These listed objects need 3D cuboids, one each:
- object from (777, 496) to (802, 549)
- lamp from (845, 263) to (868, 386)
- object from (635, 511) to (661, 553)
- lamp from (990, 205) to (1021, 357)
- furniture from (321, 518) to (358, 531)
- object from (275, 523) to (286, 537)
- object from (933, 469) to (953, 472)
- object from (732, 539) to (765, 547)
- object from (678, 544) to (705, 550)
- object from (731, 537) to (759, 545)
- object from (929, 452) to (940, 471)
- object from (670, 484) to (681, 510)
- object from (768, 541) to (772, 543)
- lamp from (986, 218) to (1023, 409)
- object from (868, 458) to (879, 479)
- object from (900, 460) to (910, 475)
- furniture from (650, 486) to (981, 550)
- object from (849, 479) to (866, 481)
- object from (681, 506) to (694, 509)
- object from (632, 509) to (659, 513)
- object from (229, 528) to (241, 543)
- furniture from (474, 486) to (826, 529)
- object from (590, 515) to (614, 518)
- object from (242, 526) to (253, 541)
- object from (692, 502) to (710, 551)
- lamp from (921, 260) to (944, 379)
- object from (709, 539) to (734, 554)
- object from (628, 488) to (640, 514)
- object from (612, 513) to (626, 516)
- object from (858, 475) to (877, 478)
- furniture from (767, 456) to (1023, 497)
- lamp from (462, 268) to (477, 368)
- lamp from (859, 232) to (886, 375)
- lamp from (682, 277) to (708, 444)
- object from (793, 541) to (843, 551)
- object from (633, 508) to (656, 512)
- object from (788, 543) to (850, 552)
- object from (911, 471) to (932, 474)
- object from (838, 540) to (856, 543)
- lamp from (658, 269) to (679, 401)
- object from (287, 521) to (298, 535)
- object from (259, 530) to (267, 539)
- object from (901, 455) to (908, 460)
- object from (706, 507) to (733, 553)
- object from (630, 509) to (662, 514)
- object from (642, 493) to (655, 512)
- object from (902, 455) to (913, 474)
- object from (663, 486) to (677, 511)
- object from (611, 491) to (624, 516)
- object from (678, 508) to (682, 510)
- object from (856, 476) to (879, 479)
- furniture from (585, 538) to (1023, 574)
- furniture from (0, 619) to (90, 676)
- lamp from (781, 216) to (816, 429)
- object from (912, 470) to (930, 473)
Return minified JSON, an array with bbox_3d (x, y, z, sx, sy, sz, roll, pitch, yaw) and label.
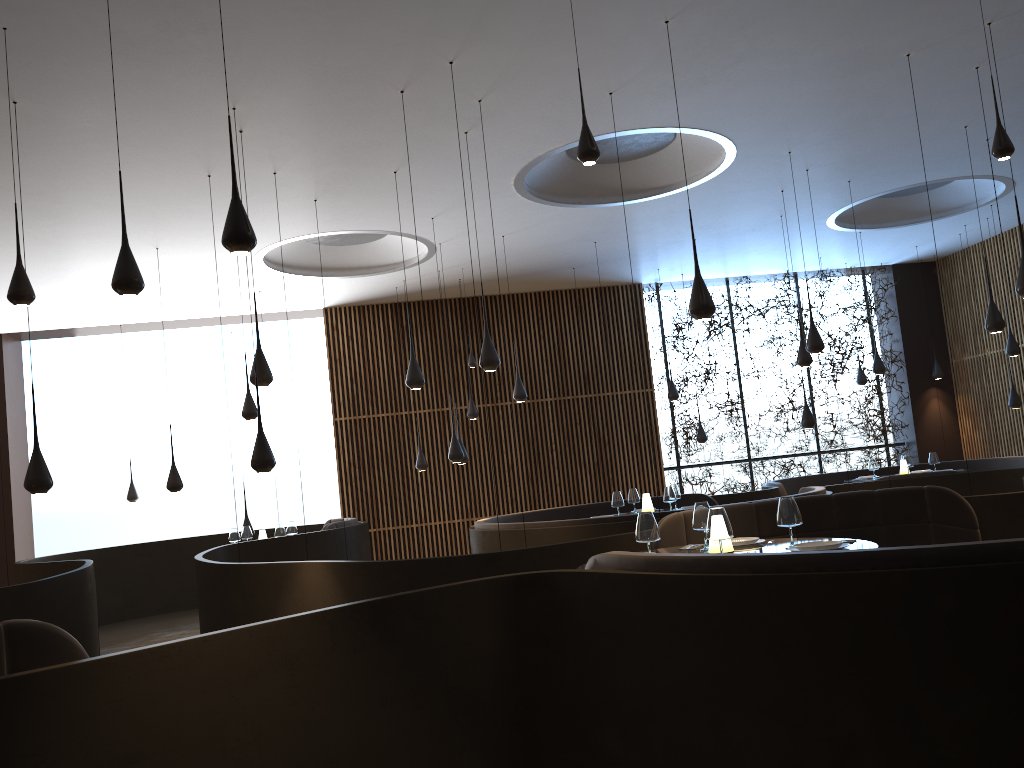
[{"bbox_3d":[1.603,0.799,5.119,0.142,0.295,0.142,-10,-6,38],"label":"object"},{"bbox_3d":[6.134,-1.074,15.899,0.196,2.219,0.196,-7,-5,17],"label":"lamp"},{"bbox_3d":[0.778,0.881,5.073,0.142,0.295,0.142,-10,-6,42],"label":"object"},{"bbox_3d":[7.088,-1.498,12.809,0.196,2.219,0.196,-4,-5,-22],"label":"lamp"},{"bbox_3d":[-2.469,2.366,11.826,0.930,1.058,2.538,-5,-6,-12],"label":"furniture"},{"bbox_3d":[-2.907,1.904,11.139,0.142,0.295,0.142,-6,-5,-5],"label":"object"},{"bbox_3d":[6.118,1.240,12.586,0.263,0.029,0.264,-4,-6,-19],"label":"object"},{"bbox_3d":[1.424,1.004,5.578,0.332,0.014,0.332,-9,-7,27],"label":"object"},{"bbox_3d":[1.166,1.054,5.729,0.126,0.017,0.262,-9,-7,26],"label":"object"},{"bbox_3d":[1.423,0.995,5.579,0.263,0.029,0.263,-9,-7,30],"label":"object"},{"bbox_3d":[6.109,1.138,12.828,0.142,0.295,0.142,-9,-6,35],"label":"object"},{"bbox_3d":[1.871,1.304,10.190,0.142,0.295,0.142,-7,-5,14],"label":"object"},{"bbox_3d":[1.428,1.005,5.577,0.411,0.012,0.204,-8,-6,22],"label":"object"},{"bbox_3d":[7.488,-1.091,13.559,0.196,2.955,0.196,-4,-5,-22],"label":"lamp"},{"bbox_3d":[5.306,1.241,13.012,0.142,0.295,0.142,-5,-5,-13],"label":"object"},{"bbox_3d":[5.716,1.220,12.923,0.144,0.232,0.143,-3,-5,-27],"label":"object"},{"bbox_3d":[2.286,1.388,6.627,2.531,1.058,0.933,-6,-5,-2],"label":"furniture"},{"bbox_3d":[5.085,1.411,13.029,0.262,0.017,0.126,-12,-8,44],"label":"object"},{"bbox_3d":[2.044,1.396,10.013,0.263,0.029,0.264,-5,-6,-12],"label":"object"},{"bbox_3d":[1.572,1.506,10.498,0.332,0.014,0.332,-6,-6,0],"label":"object"},{"bbox_3d":[-3.515,1.978,11.239,0.142,0.295,0.142,-5,-5,-11],"label":"object"},{"bbox_3d":[1.524,1.912,9.947,3.787,1.116,3.892,-2,-7,-32],"label":"furniture"},{"bbox_3d":[1.008,1.492,9.901,0.263,0.029,0.263,-7,-6,6],"label":"object"},{"bbox_3d":[-3.499,2.026,11.711,0.142,0.295,0.142,-3,-6,-35],"label":"object"},{"bbox_3d":[1.192,0.883,5.506,0.142,0.295,0.142,-5,-5,-8],"label":"object"},{"bbox_3d":[7.690,-1.193,16.315,0.196,2.219,0.196,-7,-5,17],"label":"lamp"},{"bbox_3d":[1.189,0.870,5.087,0.142,0.232,0.145,-3,-6,-33],"label":"object"},{"bbox_3d":[1.419,1.365,10.321,0.142,0.295,0.142,-2,-6,-41],"label":"object"},{"bbox_3d":[1.272,1.543,10.483,0.126,0.017,0.262,-5,-6,-6],"label":"object"},{"bbox_3d":[5.307,1.393,13.234,0.263,0.029,0.263,-9,-7,28],"label":"object"},{"bbox_3d":[5.722,1.730,12.629,3.788,1.045,3.895,-2,-7,-31],"label":"furniture"},{"bbox_3d":[-0.669,-0.994,13.317,0.133,1.506,0.133,-5,-5,-13],"label":"lamp"},{"bbox_3d":[5.506,-1.245,13.643,0.196,2.219,0.196,-4,-5,-22],"label":"lamp"},{"bbox_3d":[3.113,-0.449,15.318,0.196,2.955,0.196,-8,-5,27],"label":"lamp"},{"bbox_3d":[1.691,0.894,4.890,0.263,0.029,0.264,-3,-6,-23],"label":"object"},{"bbox_3d":[1.571,1.496,10.498,0.263,0.029,0.264,-1,-8,-41],"label":"object"},{"bbox_3d":[1.692,0.904,4.889,0.331,0.014,0.332,-1,-8,-42],"label":"object"},{"bbox_3d":[6.124,1.320,13.266,0.331,0.014,0.333,-5,-6,-10],"label":"object"},{"bbox_3d":[1.852,0.921,5.145,0.262,0.017,0.126,-9,-7,28],"label":"object"},{"bbox_3d":[2.570,-0.818,14.782,0.196,2.219,0.196,-8,-5,27],"label":"lamp"},{"bbox_3d":[-2.903,1.963,11.706,0.142,0.295,0.142,-2,-6,-40],"label":"object"},{"bbox_3d":[-3.208,1.996,11.421,0.142,0.232,0.145,-7,-5,13],"label":"object"},{"bbox_3d":[5.881,1.205,13.240,0.142,0.295,0.142,-5,-5,-8],"label":"object"},{"bbox_3d":[1.111,0.811,4.741,0.142,0.295,0.142,-7,-5,10],"label":"object"},{"bbox_3d":[1.577,1.507,10.499,0.410,0.012,0.205,-5,-6,-10],"label":"object"},{"bbox_3d":[1.522,1.349,9.979,0.144,0.232,0.142,-7,-5,8],"label":"object"},{"bbox_3d":[5.593,1.160,12.525,0.142,0.295,0.142,-5,-5,-15],"label":"object"},{"bbox_3d":[1.712,1.260,9.613,0.142,0.295,0.142,-2,-6,-37],"label":"object"},{"bbox_3d":[1.165,1.332,9.755,0.142,0.295,0.142,-10,-7,43],"label":"object"},{"bbox_3d":[2.045,1.405,10.012,0.332,0.014,0.332,-7,-6,10],"label":"object"},{"bbox_3d":[5.308,1.402,13.233,0.331,0.014,0.333,-5,-6,-10],"label":"object"},{"bbox_3d":[2.502,1.152,4.247,3.932,1.045,1.986,-5,-6,-11],"label":"furniture"},{"bbox_3d":[-3.759,1.640,3.255,4.242,1.119,1.472,-7,-5,6],"label":"furniture"},{"bbox_3d":[3.883,-0.861,12.161,0.196,2.955,0.196,-5,-5,-12],"label":"lamp"},{"bbox_3d":[6.123,1.311,13.267,0.263,0.029,0.264,-4,-6,-16],"label":"object"}]
